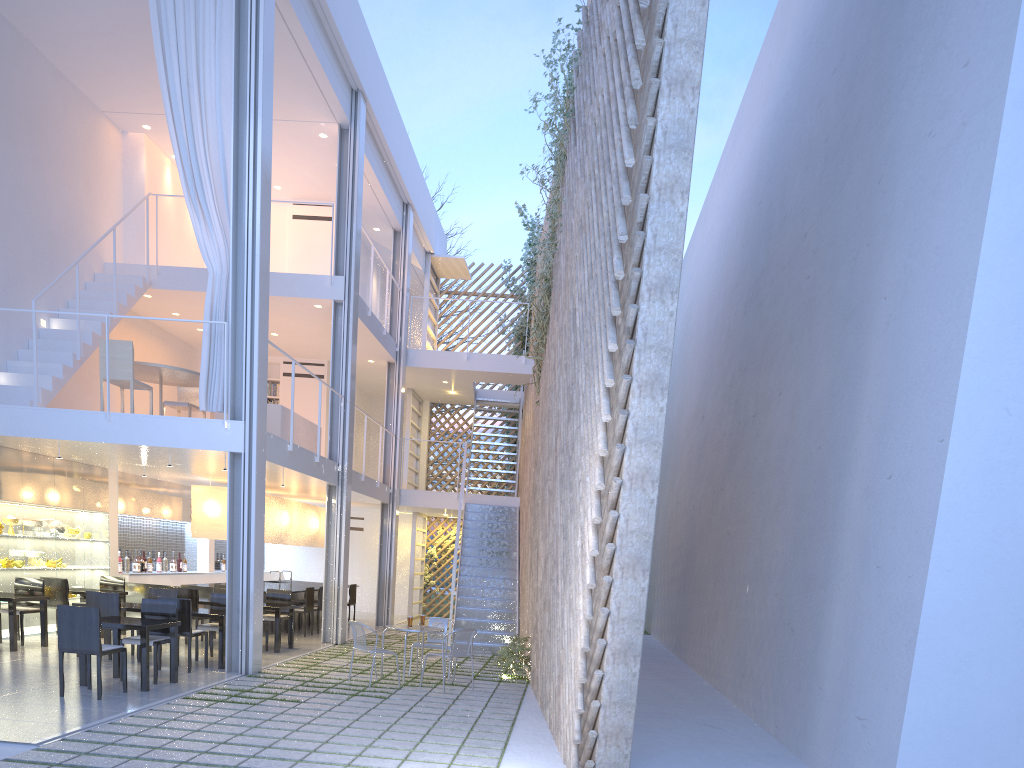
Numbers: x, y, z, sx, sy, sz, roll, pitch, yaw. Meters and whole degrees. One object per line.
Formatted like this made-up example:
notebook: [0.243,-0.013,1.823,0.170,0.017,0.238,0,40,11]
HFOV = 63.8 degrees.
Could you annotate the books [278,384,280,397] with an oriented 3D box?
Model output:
books: [-2.835,0.457,6.669,0.038,1.638,3.670,7,-7,17]

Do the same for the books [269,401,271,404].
books: [-2.415,0.246,8.246,0.015,0.126,0.091,5,2,5]

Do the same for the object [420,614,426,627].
object: [-0.544,1.439,5.005,0.031,0.078,0.030,-2,9,-41]

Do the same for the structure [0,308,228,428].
structure: [-2.306,0.378,3.870,1.364,1.818,1.424,4,1,4]

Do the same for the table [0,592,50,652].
table: [-3.121,1.458,5.063,0.359,0.336,0.351,4,-2,4]

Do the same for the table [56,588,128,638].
table: [-3.057,1.663,5.984,0.359,0.336,0.351,4,-2,4]

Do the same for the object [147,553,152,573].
object: [-3.284,1.253,6.077,0.058,0.290,2.458,5,-12,6]

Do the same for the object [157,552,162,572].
object: [-3.189,1.612,7.437,0.043,0.190,0.041,5,9,5]

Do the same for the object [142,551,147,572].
object: [-3.301,1.270,6.153,0.067,0.286,2.169,5,-12,5]

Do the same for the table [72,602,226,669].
table: [-2.129,1.522,5.010,0.914,0.336,0.350,4,-2,3]

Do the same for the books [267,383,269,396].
books: [-2.886,0.435,6.671,0.029,1.603,3.638,7,-8,15]

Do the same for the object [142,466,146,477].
object: [-2.630,0.624,5.885,0.029,0.081,0.028,6,7,15]

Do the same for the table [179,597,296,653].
table: [-2.065,1.727,5.931,0.914,0.336,0.350,4,-2,3]

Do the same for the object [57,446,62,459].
object: [-2.698,0.406,4.905,0.029,0.081,0.028,6,7,15]

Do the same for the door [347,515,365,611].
door: [-2.837,1.604,7.638,0.475,1.172,5.612,6,-10,17]

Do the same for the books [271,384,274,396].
books: [-2.878,0.453,6.663,0.037,1.639,3.678,7,-7,16]

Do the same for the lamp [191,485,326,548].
lamp: [-2.287,1.289,7.738,0.447,0.419,2.332,4,-11,5]

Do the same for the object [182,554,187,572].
object: [-3.151,1.724,7.921,0.042,0.185,0.040,0,10,-25]

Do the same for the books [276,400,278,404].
books: [-2.340,0.241,8.243,0.011,0.148,0.084,5,4,5]

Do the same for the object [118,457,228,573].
object: [-2.510,0.993,5.824,1.672,0.821,1.858,4,-8,2]

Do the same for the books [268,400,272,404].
books: [-2.429,0.237,8.252,0.015,0.145,0.077,5,5,5]

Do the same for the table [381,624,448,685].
table: [-0.590,1.623,4.943,0.353,0.338,0.341,5,-2,-34]

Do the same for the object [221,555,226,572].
object: [-3.093,1.923,8.819,0.042,0.185,0.040,0,10,-25]

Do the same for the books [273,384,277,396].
books: [-2.859,0.453,6.679,0.045,1.629,3.645,7,-7,17]

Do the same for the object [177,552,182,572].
object: [-3.171,1.701,7.852,0.044,0.197,0.044,3,9,-5]

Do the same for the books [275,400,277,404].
books: [-2.352,0.242,8.242,0.010,0.143,0.087,5,4,5]

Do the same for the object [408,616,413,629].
object: [-0.597,1.394,4.819,0.031,0.078,0.030,-2,9,-41]

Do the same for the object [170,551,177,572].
object: [-3.163,1.661,7.685,0.046,0.207,0.045,5,9,6]

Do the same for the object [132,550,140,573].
object: [-3.279,1.252,6.060,0.047,0.286,2.019,5,-12,5]

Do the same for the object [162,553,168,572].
object: [-3.188,1.640,7.562,0.045,0.190,0.044,-3,11,-38]

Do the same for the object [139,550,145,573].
object: [-3.275,1.262,6.106,0.105,0.286,2.098,5,-12,7]

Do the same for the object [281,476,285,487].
object: [-1.622,0.689,5.830,0.029,0.081,0.028,6,7,15]

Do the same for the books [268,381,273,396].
books: [-2.901,0.454,6.681,0.030,1.694,3.637,7,-7,16]

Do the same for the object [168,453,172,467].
object: [-2.024,0.449,4.868,0.029,0.081,0.028,6,7,15]

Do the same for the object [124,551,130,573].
object: [-3.311,1.235,5.996,0.046,0.286,1.894,5,-12,6]

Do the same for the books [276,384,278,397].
books: [-2.856,0.466,6.671,0.036,1.665,3.671,7,-7,17]

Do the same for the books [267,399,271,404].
books: [-2.442,0.230,8.249,0.011,0.156,0.080,5,5,5]

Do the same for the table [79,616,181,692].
table: [-1.913,1.346,4.122,0.359,0.336,0.351,4,-2,4]

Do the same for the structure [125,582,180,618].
structure: [-2.956,1.801,6.676,0.555,0.379,0.011,4,10,3]
